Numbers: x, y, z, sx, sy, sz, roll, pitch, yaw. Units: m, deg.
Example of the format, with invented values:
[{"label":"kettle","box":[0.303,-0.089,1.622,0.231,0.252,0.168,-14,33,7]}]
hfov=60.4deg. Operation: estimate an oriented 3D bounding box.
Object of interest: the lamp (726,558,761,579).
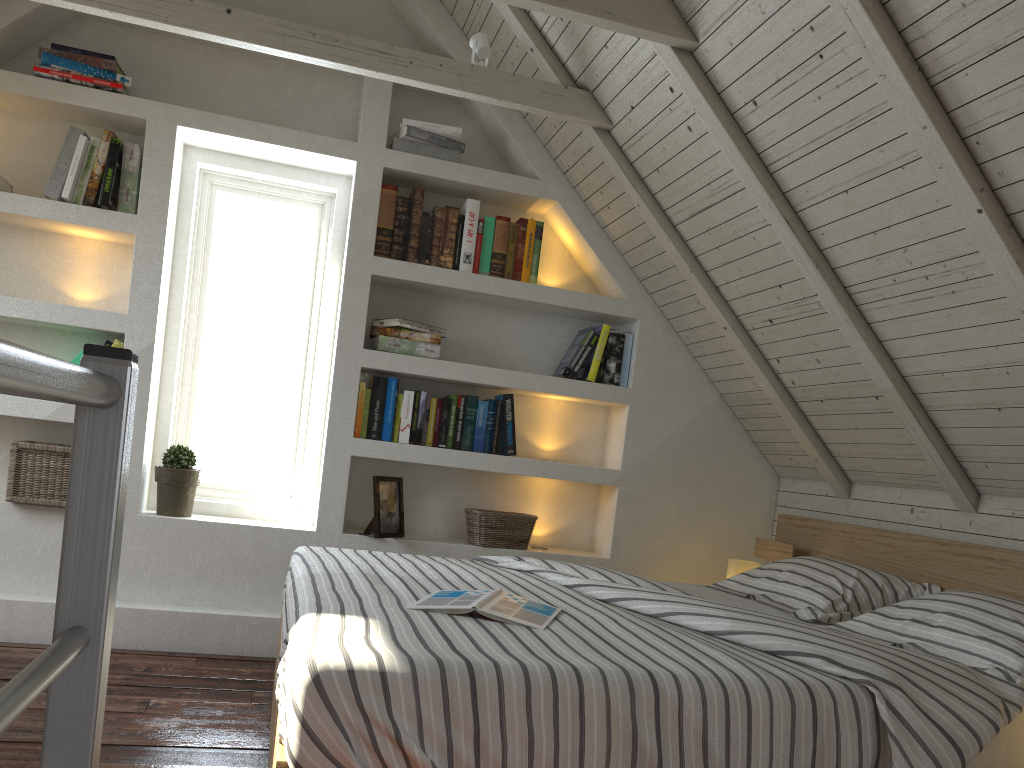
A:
[{"label":"lamp","box":[0.839,0.775,3.230,0.090,0.253,0.090,7,1,-7]}]

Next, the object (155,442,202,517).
[{"label":"object","box":[-1.186,0.332,3.121,0.160,0.272,0.159,7,0,-21]}]

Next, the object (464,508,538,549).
[{"label":"object","box":[-0.049,0.560,3.402,0.284,0.134,0.177,8,-3,-23]}]

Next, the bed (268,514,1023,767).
[{"label":"bed","box":[0.363,0.676,2.282,1.885,0.706,1.868,8,-4,-14]}]

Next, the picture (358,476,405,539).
[{"label":"picture","box":[-0.481,0.447,3.224,0.126,0.224,0.174,7,0,26]}]

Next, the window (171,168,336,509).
[{"label":"window","box":[-1.684,-0.424,2.126,3.120,1.375,1.392,10,-3,-37]}]

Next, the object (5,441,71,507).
[{"label":"object","box":[-1.570,0.304,2.991,0.205,0.201,0.204,7,-2,-14]}]
